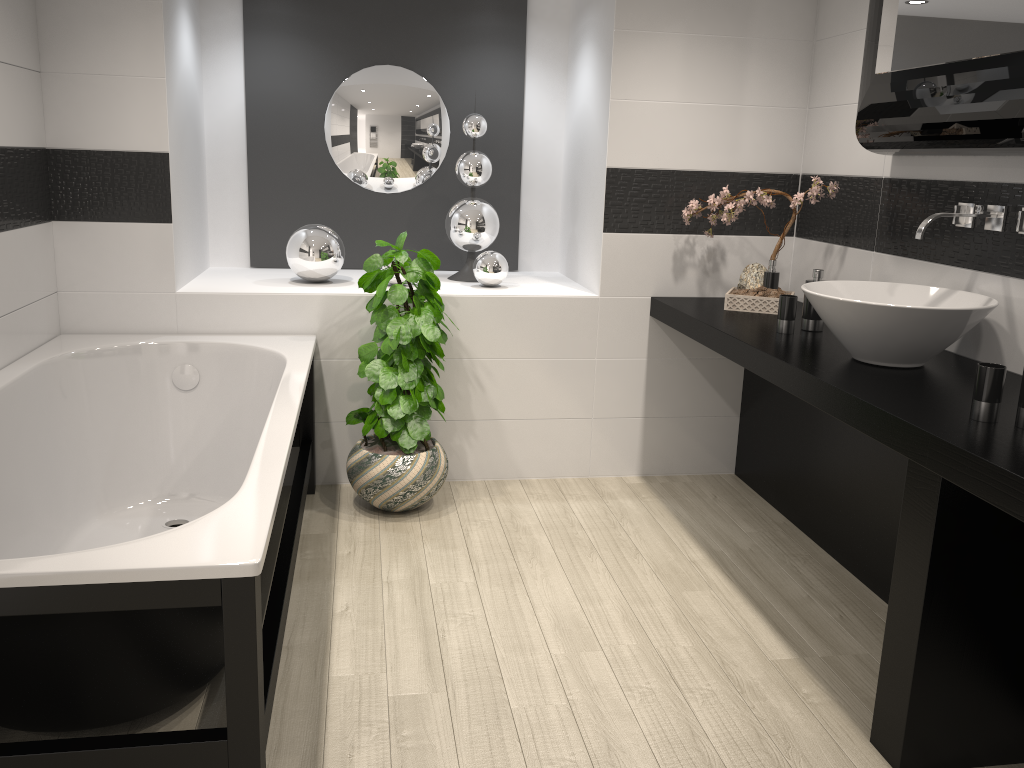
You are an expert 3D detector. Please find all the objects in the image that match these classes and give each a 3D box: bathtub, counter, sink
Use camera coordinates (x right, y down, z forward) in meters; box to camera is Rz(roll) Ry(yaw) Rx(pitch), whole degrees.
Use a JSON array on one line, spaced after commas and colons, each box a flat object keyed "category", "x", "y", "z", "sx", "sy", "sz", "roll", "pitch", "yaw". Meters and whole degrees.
[{"category": "bathtub", "x": -1.152, "y": 0.392, "z": 2.674, "sx": 1.008, "sy": 0.671, "sz": 2.195, "roll": 0, "pitch": 14, "yaw": -10}, {"category": "counter", "x": 1.257, "y": 0.126, "z": 2.168, "sx": 0.655, "sy": 0.083, "sz": 3.872, "roll": 0, "pitch": 14, "yaw": -10}, {"category": "sink", "x": 1.178, "y": -0.178, "z": 2.748, "sx": 0.561, "sy": 0.210, "sz": 0.562, "roll": 11, "pitch": 17, "yaw": 33}]

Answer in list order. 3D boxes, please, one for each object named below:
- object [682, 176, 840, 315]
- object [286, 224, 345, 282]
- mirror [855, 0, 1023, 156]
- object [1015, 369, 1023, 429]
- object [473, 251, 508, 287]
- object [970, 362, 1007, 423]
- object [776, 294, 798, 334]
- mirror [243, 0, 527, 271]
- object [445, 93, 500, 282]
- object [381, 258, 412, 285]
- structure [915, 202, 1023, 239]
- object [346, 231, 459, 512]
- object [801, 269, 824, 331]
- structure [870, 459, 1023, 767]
[{"category": "object", "x": 1.010, "y": -0.593, "z": 3.696, "sx": 0.629, "sy": 0.557, "sz": 0.262, "roll": 7, "pitch": 14, "yaw": 20}, {"category": "object", "x": -0.888, "y": -0.592, "z": 4.007, "sx": 0.260, "sy": 0.259, "sz": 0.262, "roll": 3, "pitch": 13, "yaw": 3}, {"category": "mirror", "x": 1.504, "y": -0.953, "z": 1.891, "sx": 0.258, "sy": 0.895, "sz": 2.633, "roll": 0, "pitch": 14, "yaw": -10}, {"category": "object", "x": 1.223, "y": 0.001, "z": 2.066, "sx": 0.063, "sy": 0.206, "sz": 0.063, "roll": -5, "pitch": 14, "yaw": -29}, {"category": "object", "x": -0.098, "y": -0.529, "z": 4.069, "sx": 0.163, "sy": 0.162, "sz": 0.164, "roll": 3, "pitch": 13, "yaw": 3}, {"category": "object", "x": 1.143, "y": 0.020, "z": 2.129, "sx": 0.063, "sy": 0.133, "sz": 0.063, "roll": 8, "pitch": 14, "yaw": 24}, {"category": "object", "x": 0.988, "y": -0.251, "z": 3.186, "sx": 0.063, "sy": 0.133, "sz": 0.063, "roll": 8, "pitch": 14, "yaw": 24}, {"category": "mirror", "x": -0.613, "y": -1.258, "z": 4.388, "sx": 1.361, "sy": 1.373, "sz": 0.078, "roll": 0, "pitch": 13, "yaw": -10}, {"category": "object", "x": -0.184, "y": -0.948, "z": 4.230, "sx": 0.260, "sy": 0.891, "sz": 0.262, "roll": 3, "pitch": 13, "yaw": 3}, {"category": "object", "x": -0.515, "y": -0.518, "z": 3.992, "sx": 0.150, "sy": 0.149, "sz": 0.151, "roll": 3, "pitch": 13, "yaw": 3}, {"category": "structure", "x": 1.368, "y": -0.494, "z": 2.708, "sx": 0.259, "sy": 0.107, "sz": 0.370, "roll": 0, "pitch": 14, "yaw": -10}, {"category": "object", "x": -0.454, "y": -0.048, "z": 3.588, "sx": 0.419, "sy": 1.124, "sz": 0.440, "roll": 9, "pitch": 15, "yaw": 30}, {"category": "object", "x": 1.109, "y": -0.308, "z": 3.245, "sx": 0.079, "sy": 0.219, "sz": 0.080, "roll": -3, "pitch": 13, "yaw": -20}, {"category": "structure", "x": 1.166, "y": 0.558, "z": 2.162, "sx": 0.464, "sy": 0.757, "sz": 0.127, "roll": 0, "pitch": 13, "yaw": -10}]
